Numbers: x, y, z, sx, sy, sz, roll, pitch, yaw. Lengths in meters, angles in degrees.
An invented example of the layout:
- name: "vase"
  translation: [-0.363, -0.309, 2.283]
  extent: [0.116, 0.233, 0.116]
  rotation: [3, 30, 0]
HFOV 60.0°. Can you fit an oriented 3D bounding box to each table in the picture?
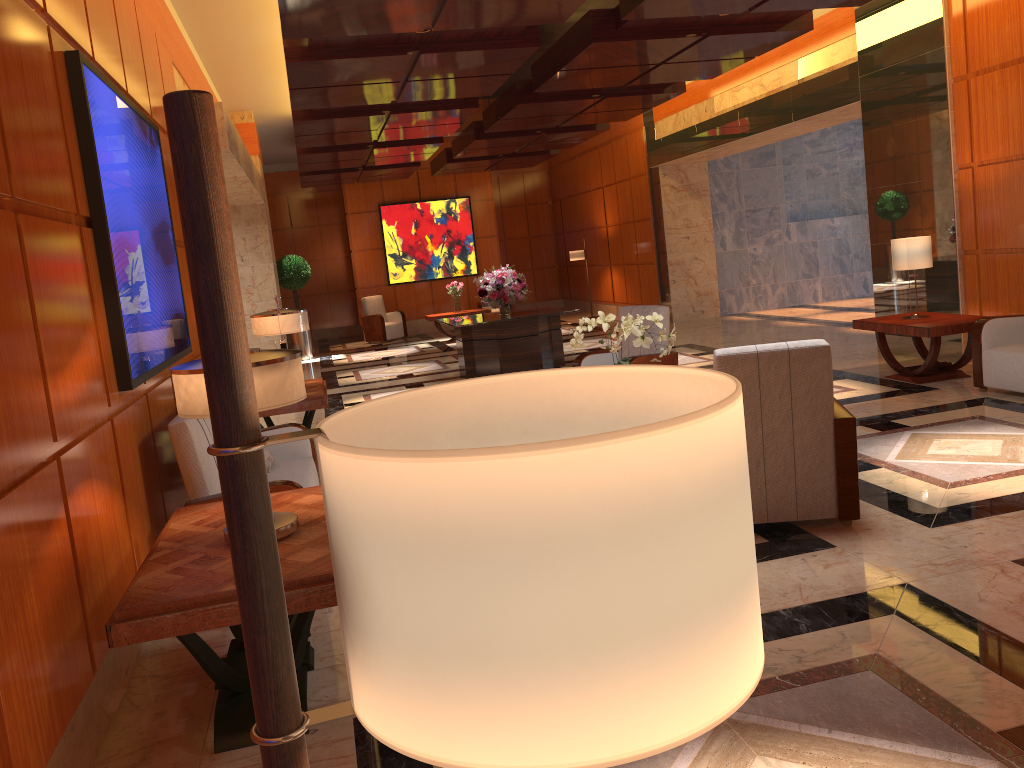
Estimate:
- name: "table"
  translation: [-1.893, 0.360, 7.460]
  extent: [0.726, 0.604, 1.275]
  rotation: [-8, 8, -11]
- name: "table"
  translation: [-1.002, -1.090, 16.805]
  extent: [1.169, 0.532, 0.727]
  rotation: [-8, 8, -12]
- name: "table"
  translation: [-0.966, 0.864, 3.355]
  extent: [0.726, 0.604, 1.275]
  rotation: [-8, 8, -11]
- name: "table"
  translation: [-0.053, -0.541, 11.659]
  extent: [1.602, 0.741, 1.606]
  rotation: [-8, 8, -12]
- name: "table"
  translation: [3.756, -0.326, 8.045]
  extent: [0.725, 0.532, 1.172]
  rotation: [-8, 8, -9]

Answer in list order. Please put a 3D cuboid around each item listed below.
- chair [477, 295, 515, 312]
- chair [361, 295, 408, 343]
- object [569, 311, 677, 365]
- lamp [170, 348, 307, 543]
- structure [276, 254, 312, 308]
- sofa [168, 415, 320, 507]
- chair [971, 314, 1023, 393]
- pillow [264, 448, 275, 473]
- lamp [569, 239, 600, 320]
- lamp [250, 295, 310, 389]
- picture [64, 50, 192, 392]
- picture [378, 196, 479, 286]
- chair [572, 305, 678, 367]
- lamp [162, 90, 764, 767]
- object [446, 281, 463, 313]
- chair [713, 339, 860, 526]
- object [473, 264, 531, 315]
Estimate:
- name: "chair"
  translation: [-0.335, -1.713, 19.003]
  extent: [0.737, 0.957, 0.632]
  rotation: [-6, 7, 7]
- name: "chair"
  translation: [-2.694, -1.373, 18.493]
  extent: [0.628, 0.957, 0.741]
  rotation: [-1, 9, 37]
- name: "object"
  translation: [0.724, -0.197, 5.832]
  extent: [0.791, 0.614, 0.418]
  rotation: [-12, 9, -34]
- name: "lamp"
  translation: [-0.964, 0.159, 3.227]
  extent: [0.458, 0.790, 0.461]
  rotation: [-1, 9, 40]
- name: "structure"
  translation: [-4.014, -1.562, 16.462]
  extent: [0.724, 1.705, 0.722]
  rotation: [-11, 8, -34]
- name: "sofa"
  translation: [-1.425, 0.499, 4.985]
  extent: [0.613, 0.928, 1.805]
  rotation: [-8, 8, -11]
- name: "chair"
  translation: [4.092, -0.415, 6.890]
  extent: [0.629, 0.957, 0.740]
  rotation: [-8, 7, -13]
- name: "pillow"
  translation: [-1.555, 0.429, 5.391]
  extent: [0.202, 0.229, 0.274]
  rotation: [-8, 8, -9]
- name: "lamp"
  translation: [1.497, -2.147, 18.210]
  extent: [0.528, 1.654, 0.360]
  rotation: [-9, 7, -22]
- name: "lamp"
  translation: [-1.875, -0.330, 7.267]
  extent: [0.458, 0.806, 0.460]
  rotation: [-7, 7, -3]
- name: "picture"
  translation: [-1.984, -0.803, 4.759]
  extent: [0.056, 1.446, 2.004]
  rotation: [-8, 8, -12]
- name: "picture"
  translation: [-1.790, -3.110, 19.215]
  extent: [1.998, 1.729, 0.057]
  rotation: [-8, 6, -12]
- name: "chair"
  translation: [0.969, -0.162, 7.549]
  extent: [0.631, 0.957, 0.738]
  rotation: [-11, 8, -33]
- name: "lamp"
  translation: [-0.034, 0.623, 0.671]
  extent: [0.528, 1.654, 0.360]
  rotation: [-9, 7, -22]
- name: "object"
  translation: [-1.057, -1.653, 16.777]
  extent: [0.350, 0.593, 0.328]
  rotation: [-5, 7, 8]
- name: "chair"
  translation: [1.335, 0.235, 4.588]
  extent: [0.737, 0.957, 0.632]
  rotation: [-6, 7, 7]
- name: "object"
  translation: [-0.125, -1.230, 11.566]
  extent: [0.651, 0.655, 0.682]
  rotation: [-9, 8, -21]
